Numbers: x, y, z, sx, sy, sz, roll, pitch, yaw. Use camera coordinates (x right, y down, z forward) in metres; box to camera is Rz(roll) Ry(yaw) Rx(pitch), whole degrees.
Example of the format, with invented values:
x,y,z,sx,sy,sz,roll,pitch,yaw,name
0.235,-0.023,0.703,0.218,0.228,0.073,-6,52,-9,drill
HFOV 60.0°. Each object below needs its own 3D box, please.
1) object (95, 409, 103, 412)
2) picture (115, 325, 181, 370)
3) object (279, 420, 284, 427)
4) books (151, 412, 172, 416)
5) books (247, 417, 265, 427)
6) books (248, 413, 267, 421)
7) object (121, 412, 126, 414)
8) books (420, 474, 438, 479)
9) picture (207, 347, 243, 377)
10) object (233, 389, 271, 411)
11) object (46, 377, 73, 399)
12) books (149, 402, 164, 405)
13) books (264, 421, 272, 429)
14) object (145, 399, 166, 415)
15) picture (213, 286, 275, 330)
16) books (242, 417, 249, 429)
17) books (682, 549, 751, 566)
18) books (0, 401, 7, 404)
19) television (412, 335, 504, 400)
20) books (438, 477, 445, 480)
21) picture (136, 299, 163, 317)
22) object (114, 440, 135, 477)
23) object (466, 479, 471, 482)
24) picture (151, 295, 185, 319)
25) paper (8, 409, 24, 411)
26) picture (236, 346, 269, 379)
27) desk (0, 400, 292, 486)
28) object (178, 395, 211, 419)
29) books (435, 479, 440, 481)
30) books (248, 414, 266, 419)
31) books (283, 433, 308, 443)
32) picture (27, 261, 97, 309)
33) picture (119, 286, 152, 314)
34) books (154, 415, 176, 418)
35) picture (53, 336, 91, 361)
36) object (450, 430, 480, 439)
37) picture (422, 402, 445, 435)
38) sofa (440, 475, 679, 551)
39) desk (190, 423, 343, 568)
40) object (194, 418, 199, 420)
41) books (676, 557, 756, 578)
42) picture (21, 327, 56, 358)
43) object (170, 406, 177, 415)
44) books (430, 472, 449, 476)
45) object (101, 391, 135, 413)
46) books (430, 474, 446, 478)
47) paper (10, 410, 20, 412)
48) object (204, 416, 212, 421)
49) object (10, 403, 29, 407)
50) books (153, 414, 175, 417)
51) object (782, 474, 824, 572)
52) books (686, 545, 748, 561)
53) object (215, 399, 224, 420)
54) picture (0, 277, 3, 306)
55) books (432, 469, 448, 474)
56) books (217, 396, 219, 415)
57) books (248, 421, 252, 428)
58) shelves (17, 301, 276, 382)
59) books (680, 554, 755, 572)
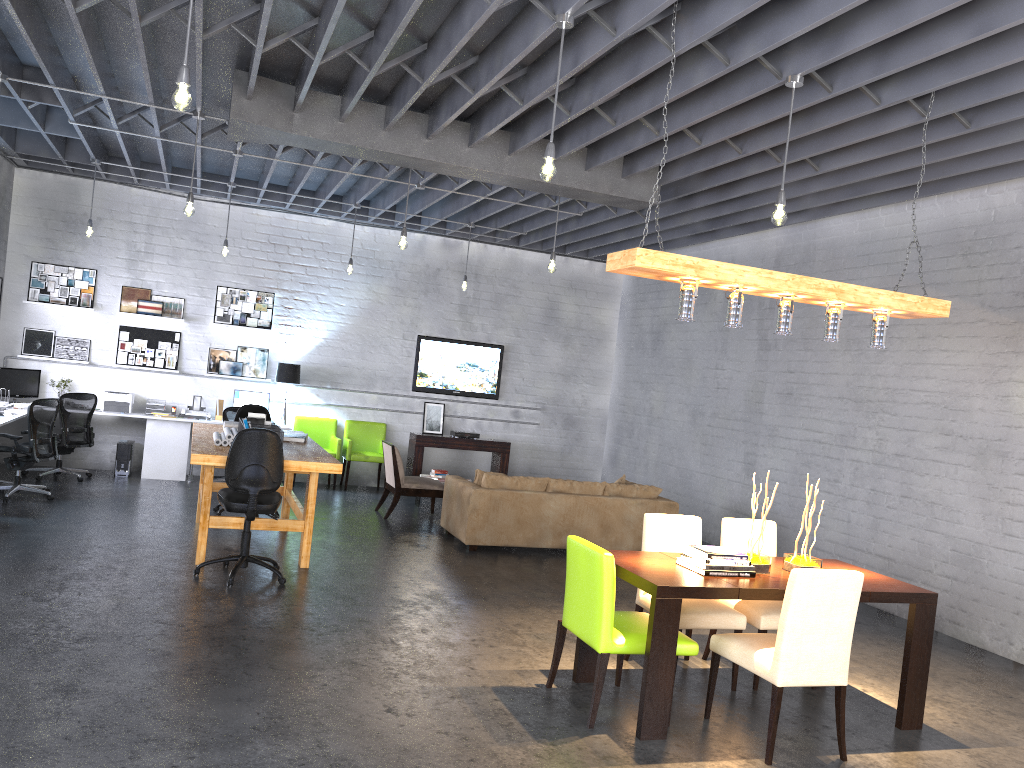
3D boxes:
x,y,z,sx,sy,sz,roll,pitch,yaw,name
-5.127,0.322,10.953,0.103,0.021,0.131,6,0,-40,object
-4.713,-0.467,11.505,0.749,0.503,0.058,6,1,-20,picture
-3.028,0.517,11.641,0.069,0.083,0.090,6,1,-20,object
-4.408,0.375,11.158,0.211,0.014,0.148,6,0,-5,books
-2.296,0.403,7.909,0.158,0.214,0.063,6,1,-20,books
-2.438,0.386,8.463,0.171,0.210,0.046,6,1,-20,books
-4.829,0.357,11.021,0.075,0.016,0.017,6,1,5,object
-1.078,1.201,11.512,0.223,0.027,0.161,6,0,-10,books
-3.819,-0.291,11.828,0.452,0.345,0.054,6,1,-20,picture
-3.473,0.300,11.805,0.465,0.417,0.212,6,1,-15,object
-5.643,0.094,11.079,0.270,0.363,0.297,7,1,25,object
-4.590,0.250,11.438,0.134,0.008,0.203,6,0,-36,books
-2.243,0.422,7.962,0.143,0.188,0.061,6,1,-20,books
-4.588,0.299,11.423,0.229,0.181,0.316,6,1,-20,object
-3.582,-1.017,11.872,0.749,0.503,0.058,6,1,-20,picture
-2.207,0.404,7.413,0.108,0.234,0.166,6,1,-20,books
1.142,0.970,4.954,0.282,0.026,0.266,6,0,-17,books
-5.873,0.198,10.014,0.297,0.006,0.210,6,0,-19,books
-0.775,-0.232,12.903,1.325,0.816,0.021,6,1,-20,television
-0.995,1.252,11.848,0.223,0.032,0.161,6,0,-40,books
-4.686,-0.981,11.473,0.311,0.196,0.029,6,1,-20,picture
-4.907,0.939,11.231,0.180,0.411,0.475,6,1,-20,object
-0.575,1.283,11.664,0.077,0.052,0.081,7,1,29,object
-4.494,-1.001,11.556,0.410,0.277,0.036,6,1,-20,picture
-5.520,0.294,9.884,0.159,0.001,0.115,6,0,-37,paper
-3.503,-0.289,11.949,0.410,0.408,0.047,6,1,-20,picture
-4.246,0.828,10.028,3.576,0.785,3.296,6,0,-20,desk
-4.136,0.298,11.577,0.405,0.280,0.399,6,1,-20,object
-1.067,1.239,11.495,0.175,0.045,0.240,6,0,-30,books
-2.431,0.393,8.433,0.158,0.200,0.082,6,1,-20,books
-2.063,0.502,8.389,0.244,0.067,0.298,6,0,-10,books
-5.642,-1.239,11.131,0.749,0.503,0.058,6,1,-20,picture
-4.852,-1.073,11.429,0.355,0.343,0.042,6,1,-20,picture
-4.376,0.407,11.187,0.148,0.014,0.211,6,0,35,books
-5.563,-0.445,11.212,0.410,0.277,0.036,6,1,-20,picture
-0.682,0.735,12.808,0.371,0.082,0.266,6,0,-20,object
-1.131,0.497,12.804,0.308,0.457,0.092,6,1,-20,picture
0.487,1.424,9.539,2.331,0.629,1.103,6,0,-20,sofa
-2.356,0.970,8.042,1.115,0.926,2.830,6,0,-20,desk
-4.025,0.444,11.317,0.076,0.016,0.017,6,1,30,object
1.136,1.026,4.955,0.324,0.035,0.305,6,0,-20,books
-5.921,-0.516,11.084,0.355,0.343,0.042,6,1,-20,picture
-4.401,0.347,11.537,0.093,0.116,0.067,6,1,-20,object
-0.973,1.202,11.851,0.208,0.024,0.144,6,0,-35,books
-5.007,0.227,11.277,0.351,0.235,0.350,6,1,-20,object
-0.965,1.228,11.852,0.223,0.026,0.161,6,0,40,books
-5.453,0.301,9.776,0.159,0.001,0.115,6,0,-31,paper
-3.895,0.440,11.378,0.095,0.050,0.095,7,1,39,object
-5.742,0.253,10.590,0.180,0.028,0.422,6,0,30,object
-4.386,0.392,11.170,0.211,0.014,0.148,6,0,-45,books
1.732,0.815,5.175,0.180,0.583,0.156,6,1,-20,object
1.145,0.942,4.953,0.251,0.030,0.236,6,0,-18,books
-3.851,0.339,11.674,0.087,0.259,0.236,6,1,-20,object
-6.141,-0.816,10.486,0.020,0.935,0.658,6,1,-20,picture
-0.968,1.170,11.843,0.185,0.041,0.128,6,0,-25,books
-3.868,0.316,11.667,0.043,0.296,0.210,6,1,-20,books
-2.172,0.420,7.411,0.097,0.209,0.157,6,1,-20,books
-4.638,-0.528,11.454,3.025,0.694,0.199,6,1,-20,shelves
1.143,0.996,4.943,0.315,0.026,0.269,6,0,-19,books
